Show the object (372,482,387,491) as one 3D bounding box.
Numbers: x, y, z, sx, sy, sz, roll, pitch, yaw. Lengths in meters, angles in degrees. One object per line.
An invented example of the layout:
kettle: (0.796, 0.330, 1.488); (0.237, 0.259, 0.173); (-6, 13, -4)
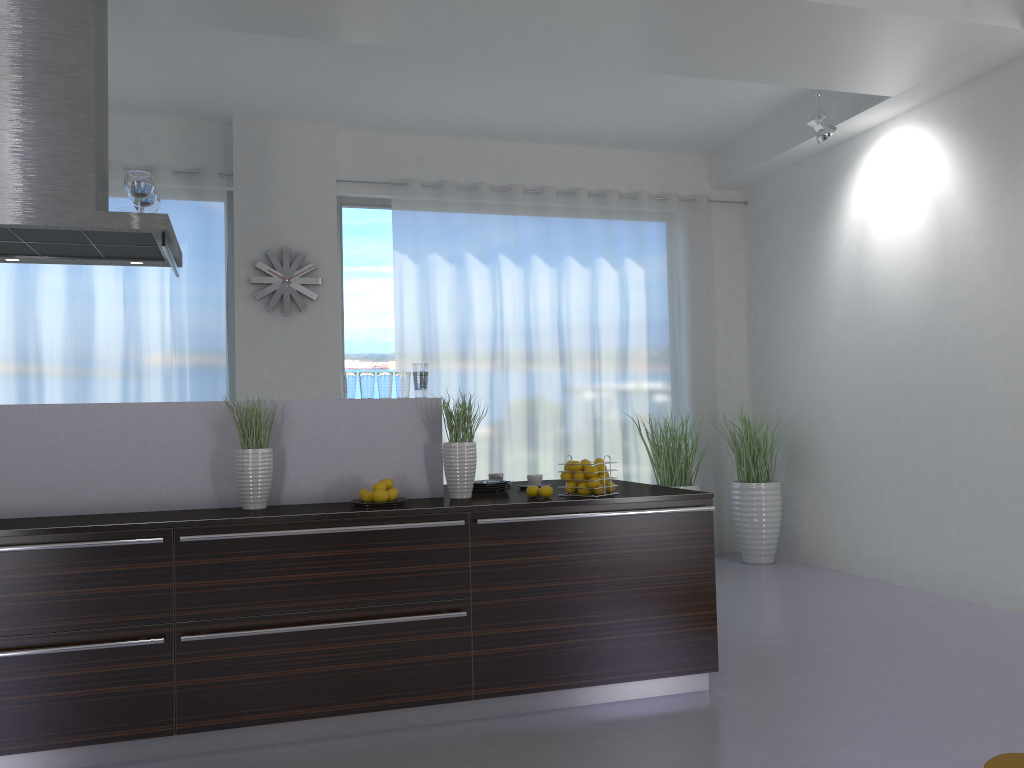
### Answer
object: (-0.548, 0.429, 3.678); (0.061, 0.047, 0.053); (-1, -3, -14)

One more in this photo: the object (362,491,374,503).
object: (-0.588, 0.467, 3.664); (0.063, 0.051, 0.053); (-1, -3, -13)

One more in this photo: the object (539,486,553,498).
object: (0.146, 0.463, 3.812); (0.063, 0.051, 0.053); (-1, -3, -13)

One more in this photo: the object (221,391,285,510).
object: (-1.056, 0.258, 3.606); (0.269, 0.502, 0.247); (-1, -3, -16)

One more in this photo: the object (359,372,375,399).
object: (-0.646, 0.008, 3.951); (0.072, 0.119, 0.071); (-2, -3, 23)

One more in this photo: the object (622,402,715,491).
object: (1.287, 0.783, 6.958); (0.713, 1.334, 0.656); (-1, -3, -16)

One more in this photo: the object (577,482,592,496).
object: (0.315, 0.455, 3.853); (0.064, 0.063, 0.074); (-2, -2, 4)

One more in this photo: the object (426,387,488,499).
object: (-0.212, 0.249, 3.886); (0.247, 0.502, 0.269); (-3, -3, 26)

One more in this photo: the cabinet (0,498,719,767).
cabinet: (-0.876, 0.949, 3.956); (3.285, 0.852, 1.377); (-1, -3, -17)

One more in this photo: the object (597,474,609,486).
object: (0.392, 0.420, 3.870); (0.061, 0.055, 0.051); (0, -3, -37)

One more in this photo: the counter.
counter: (-0.882, 0.725, 3.976); (3.291, 1.300, 1.302); (-1, -3, -17)

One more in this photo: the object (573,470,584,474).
object: (0.295, 0.404, 3.920); (0.064, 0.053, 0.051); (-1, -3, -14)

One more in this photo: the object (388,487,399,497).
object: (-0.506, 0.461, 3.743); (0.051, 0.053, 0.063); (-2, -3, 24)

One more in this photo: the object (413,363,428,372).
object: (-0.415, -0.033, 4.022); (0.072, 0.119, 0.071); (-2, -3, 23)

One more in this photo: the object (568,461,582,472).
object: (0.276, 0.361, 3.872); (0.063, 0.051, 0.053); (-3, -3, 31)

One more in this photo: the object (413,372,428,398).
object: (-0.414, 0.005, 4.021); (0.072, 0.119, 0.071); (-2, -3, 23)

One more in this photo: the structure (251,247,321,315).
structure: (-1.676, -0.767, 6.589); (0.505, 0.505, 0.076); (-1, -3, -17)

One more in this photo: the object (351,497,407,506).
object: (-0.551, 0.490, 3.680); (0.232, 0.020, 0.232); (-1, -2, -8)

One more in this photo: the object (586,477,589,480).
object: (0.357, 0.439, 3.970); (0.052, 0.053, 0.062); (-2, -3, 20)

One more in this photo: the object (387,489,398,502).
object: (-0.505, 0.463, 3.685); (0.061, 0.054, 0.052); (1, -3, -40)

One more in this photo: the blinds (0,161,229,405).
blinds: (-3.637, -0.031, 6.082); (3.245, 3.112, 0.120); (-1, -3, -17)

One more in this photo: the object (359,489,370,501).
object: (-0.611, 0.466, 3.715); (0.061, 0.054, 0.052); (-3, -3, 30)

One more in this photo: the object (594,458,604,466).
object: (0.390, 0.359, 3.946); (0.050, 0.060, 0.059); (-1, -3, -17)

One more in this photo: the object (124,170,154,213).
object: (-1.647, -0.820, 3.918); (0.125, 0.221, 0.125); (-2, -2, 8)

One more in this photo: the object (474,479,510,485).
object: (-0.325, 0.420, 4.299); (0.646, 0.147, 0.269); (-2, -2, 8)

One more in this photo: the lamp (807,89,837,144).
lamp: (2.066, -1.862, 5.923); (0.185, 0.511, 0.150); (-1, -3, -17)

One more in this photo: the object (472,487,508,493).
object: (-0.137, 0.507, 4.269); (0.232, 0.020, 0.232); (-1, -2, -8)

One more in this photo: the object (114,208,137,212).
object: (-1.894, -0.771, 4.391); (0.137, 0.174, 0.137); (-3, -3, 38)

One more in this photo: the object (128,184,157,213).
object: (-1.694, -0.813, 4.069); (0.125, 0.221, 0.125); (-2, -2, 8)

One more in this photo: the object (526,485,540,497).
object: (0.093, 0.466, 3.847); (0.063, 0.051, 0.053); (-4, -3, 42)

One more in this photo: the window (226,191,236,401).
window: (-3.550, -0.208, 6.351); (3.000, 2.500, 0.100); (-1, -3, -17)

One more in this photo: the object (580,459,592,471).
object: (0.324, 0.357, 3.907); (0.051, 0.053, 0.063); (-1, -3, -15)

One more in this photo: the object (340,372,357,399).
object: (-0.723, 0.009, 3.927); (0.071, 0.119, 0.072); (-3, -3, 33)

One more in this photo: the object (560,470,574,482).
object: (0.243, 0.406, 3.895); (0.063, 0.051, 0.053); (-4, -3, 42)

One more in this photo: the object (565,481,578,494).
object: (0.260, 0.452, 3.882); (0.060, 0.057, 0.052); (-1, -3, -15)

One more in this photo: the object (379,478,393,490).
object: (-0.529, 0.420, 3.728); (0.063, 0.048, 0.053); (-3, -3, 39)

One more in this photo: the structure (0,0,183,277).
structure: (-2.071, -1.179, 4.075); (0.981, 1.231, 0.915); (-1, -3, -17)

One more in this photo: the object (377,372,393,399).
object: (-0.568, 0.007, 3.974); (0.072, 0.119, 0.071); (-2, -3, 23)

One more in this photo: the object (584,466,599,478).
object: (0.344, 0.381, 3.841); (0.061, 0.052, 0.053); (-1, -2, -4)

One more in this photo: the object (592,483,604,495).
object: (0.373, 0.455, 3.848); (0.051, 0.053, 0.063); (-1, -2, -9)

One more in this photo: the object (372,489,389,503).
object: (-0.539, 0.461, 3.631); (0.070, 0.058, 0.060); (-1, -3, -18)

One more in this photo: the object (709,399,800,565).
object: (1.910, 0.777, 7.179); (0.656, 1.334, 0.713); (0, -3, -32)

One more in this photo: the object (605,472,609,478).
object: (0.405, 0.407, 3.929); (0.053, 0.054, 0.061); (-3, -3, 29)

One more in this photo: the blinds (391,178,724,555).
blinds: (0.448, -0.079, 7.312); (2.830, 3.112, 0.120); (-1, -3, -17)

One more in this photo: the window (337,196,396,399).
window: (0.041, -0.251, 7.432); (3.000, 2.500, 0.100); (-1, -3, -17)

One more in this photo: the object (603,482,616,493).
object: (0.429, 0.456, 3.914); (0.053, 0.052, 0.062); (-2, -3, 23)

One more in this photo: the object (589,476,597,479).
object: (0.363, 0.417, 3.882); (0.051, 0.053, 0.062); (-1, -2, -9)

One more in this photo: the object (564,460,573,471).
object: (0.258, 0.367, 3.921); (0.052, 0.060, 0.057); (0, -3, -29)

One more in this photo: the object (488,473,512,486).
object: (-0.082, 0.494, 4.547); (0.153, 0.069, 0.153); (-2, -3, 17)

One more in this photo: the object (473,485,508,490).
object: (-0.137, 0.497, 4.269); (0.232, 0.020, 0.232); (-1, -2, -8)

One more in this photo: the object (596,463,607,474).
object: (0.389, 0.370, 3.878); (0.051, 0.053, 0.063); (-1, -2, -4)

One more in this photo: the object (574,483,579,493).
object: (0.279, 0.460, 3.936); (0.061, 0.053, 0.053); (-3, -3, 26)

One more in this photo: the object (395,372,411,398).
object: (-0.491, 0.006, 3.997); (0.072, 0.119, 0.071); (-2, -3, 23)

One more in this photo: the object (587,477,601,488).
object: (0.352, 0.426, 3.813); (0.061, 0.054, 0.052); (1, -3, -40)

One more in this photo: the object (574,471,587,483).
object: (0.296, 0.405, 3.863); (0.062, 0.053, 0.052); (1, -3, -45)

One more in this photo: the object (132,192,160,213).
object: (-1.736, -0.806, 4.209); (0.125, 0.221, 0.125); (-2, -2, 8)

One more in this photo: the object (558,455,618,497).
object: (0.335, 0.400, 3.908); (0.207, 0.174, 0.189); (-3, -3, 38)

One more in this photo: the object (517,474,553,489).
object: (0.113, 0.481, 4.357); (0.153, 0.069, 0.153); (1, -3, -43)

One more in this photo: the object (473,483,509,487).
object: (-0.137, 0.487, 4.270); (0.232, 0.020, 0.232); (-1, -3, -13)
